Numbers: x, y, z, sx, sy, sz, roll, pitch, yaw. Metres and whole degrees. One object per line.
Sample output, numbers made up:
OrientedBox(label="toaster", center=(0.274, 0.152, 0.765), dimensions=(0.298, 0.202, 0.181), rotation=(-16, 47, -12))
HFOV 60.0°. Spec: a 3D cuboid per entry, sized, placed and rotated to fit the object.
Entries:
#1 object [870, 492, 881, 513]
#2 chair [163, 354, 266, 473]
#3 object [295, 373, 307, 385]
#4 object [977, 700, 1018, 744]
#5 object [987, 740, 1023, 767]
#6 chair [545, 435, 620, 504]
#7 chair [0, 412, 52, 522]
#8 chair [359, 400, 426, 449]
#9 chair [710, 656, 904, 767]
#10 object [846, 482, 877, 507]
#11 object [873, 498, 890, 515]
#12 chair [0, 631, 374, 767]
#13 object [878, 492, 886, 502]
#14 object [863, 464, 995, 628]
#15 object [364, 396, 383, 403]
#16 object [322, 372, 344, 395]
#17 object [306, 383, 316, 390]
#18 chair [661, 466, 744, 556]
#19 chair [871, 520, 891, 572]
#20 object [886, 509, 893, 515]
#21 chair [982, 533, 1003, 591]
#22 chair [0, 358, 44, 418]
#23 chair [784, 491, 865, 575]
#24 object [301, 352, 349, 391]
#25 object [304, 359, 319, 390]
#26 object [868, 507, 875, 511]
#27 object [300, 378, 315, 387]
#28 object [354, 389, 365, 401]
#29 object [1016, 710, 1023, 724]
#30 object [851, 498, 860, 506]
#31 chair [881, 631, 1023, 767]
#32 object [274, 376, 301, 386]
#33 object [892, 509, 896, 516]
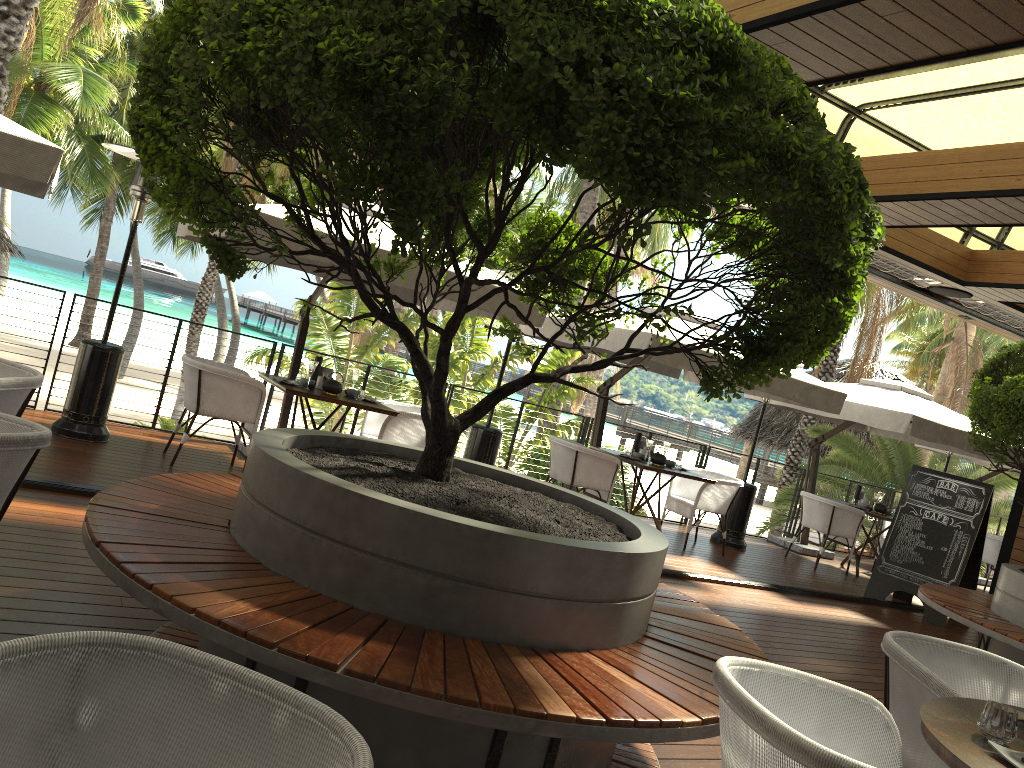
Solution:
OrientedBox(label="object", center=(4.146, 1.352, 10.117), dimensions=(0.082, 0.227, 0.082), rotation=(15, 0, -28))
OrientedBox(label="chair", center=(-2.261, 0.233, 6.690), dimensions=(0.615, 0.788, 0.629), rotation=(14, 1, -28))
OrientedBox(label="object", center=(-1.682, -0.036, 7.072), dimensions=(0.086, 0.086, 0.087), rotation=(14, 1, -25))
OrientedBox(label="object", center=(1.193, 0.833, 2.176), dimensions=(0.087, 0.086, 0.086), rotation=(15, 1, 38))
OrientedBox(label="object", center=(1.208, 0.875, 1.944), dimensions=(0.170, 0.025, 0.295), rotation=(15, 1, -7))
OrientedBox(label="chair", center=(0.574, 0.942, 8.330), dimensions=(0.615, 0.788, 0.629), rotation=(14, 1, -28))
OrientedBox(label="chair", center=(-1.807, 0.447, 2.584), dimensions=(0.617, 0.788, 0.627), rotation=(15, 1, 17))
OrientedBox(label="chair", center=(-0.939, 0.564, 7.427), dimensions=(0.615, 0.788, 0.629), rotation=(14, 1, -28))
OrientedBox(label="chair", center=(0.680, 1.116, 1.979), dimensions=(0.616, 0.788, 0.628), rotation=(15, 1, -8))
OrientedBox(label="object", center=(4.160, 1.331, 10.551), dimensions=(0.264, 0.264, 0.263), rotation=(15, 1, 16))
OrientedBox(label="object", center=(4.290, 1.414, 10.290), dimensions=(0.162, 0.179, 0.168), rotation=(14, 1, -31))
OrientedBox(label="chair", center=(-0.584, 0.804, 1.080), dimensions=(0.628, 0.788, 0.616), rotation=(15, 1, 17))
OrientedBox(label="object", center=(4.397, 1.407, 10.609), dimensions=(0.082, 0.227, 0.082), rotation=(15, 0, -28))
OrientedBox(label="object", center=(4.140, 1.559, 8.685), dimensions=(0.769, 1.397, 0.770), rotation=(14, 1, -45))
OrientedBox(label="object", center=(-1.176, 0.125, 7.267), dimensions=(0.170, 0.025, 0.295), rotation=(14, 1, -29))
OrientedBox(label="object", center=(-1.409, -0.010, 6.990), dimensions=(0.167, 0.179, 0.163), rotation=(14, 1, -27))
OrientedBox(label="object", center=(-1.571, 0.020, 6.901), dimensions=(0.080, 0.042, 0.080), rotation=(15, 1, 22))
OrientedBox(label="chair", center=(1.946, 1.285, 9.096), dimensions=(0.615, 0.788, 0.629), rotation=(14, 1, -28))
OrientedBox(label="chair", center=(4.843, 2.009, 10.772), dimensions=(0.615, 0.788, 0.629), rotation=(14, 1, -28))
OrientedBox(label="object", center=(4.417, 1.503, 10.445), dimensions=(0.116, 0.065, 0.116), rotation=(14, 1, -25))
OrientedBox(label="chair", center=(6.352, 2.386, 11.674), dimensions=(0.615, 0.788, 0.629), rotation=(14, 1, -28))
OrientedBox(label="chair", center=(-2.404, 0.265, 3.666), dimensions=(0.628, 0.788, 0.616), rotation=(15, 1, 17))
OrientedBox(label="chair", center=(3.519, 1.678, 10.035), dimensions=(0.615, 0.788, 0.629), rotation=(14, 1, -28))
OrientedBox(label="object", center=(-1.538, -0.093, 7.254), dimensions=(0.264, 0.264, 0.263), rotation=(15, 1, 16))
OrientedBox(label="object", center=(-1.553, -0.072, 6.820), dimensions=(0.082, 0.227, 0.082), rotation=(15, 0, -28))
OrientedBox(label="object", center=(4.127, 1.444, 10.198), dimensions=(0.080, 0.042, 0.080), rotation=(14, 1, -38))
OrientedBox(label="object", center=(-1.615, -0.005, 6.986), dimensions=(0.116, 0.065, 0.116), rotation=(14, 1, -31))
OrientedBox(label="object", center=(-1.212, 0.088, 7.060), dimensions=(0.086, 0.086, 0.087), rotation=(14, 1, -25))
OrientedBox(label="object", center=(1.458, 0.930, 2.394), dimensions=(0.294, 0.025, 0.170), rotation=(14, 1, -12))
OrientedBox(label="object", center=(4.017, 1.388, 10.369), dimensions=(0.086, 0.086, 0.087), rotation=(14, 1, -25))
OrientedBox(label="chair", center=(1.451, 1.299, 2.850), dimensions=(0.627, 0.788, 0.617), rotation=(15, 1, -8))
OrientedBox(label="object", center=(-1.730, -0.012, 6.868), dimensions=(0.170, 0.025, 0.295), rotation=(14, 1, -29))
OrientedBox(label="object", center=(4.486, 1.512, 10.356), dimensions=(0.086, 0.086, 0.087), rotation=(14, 1, -25))
